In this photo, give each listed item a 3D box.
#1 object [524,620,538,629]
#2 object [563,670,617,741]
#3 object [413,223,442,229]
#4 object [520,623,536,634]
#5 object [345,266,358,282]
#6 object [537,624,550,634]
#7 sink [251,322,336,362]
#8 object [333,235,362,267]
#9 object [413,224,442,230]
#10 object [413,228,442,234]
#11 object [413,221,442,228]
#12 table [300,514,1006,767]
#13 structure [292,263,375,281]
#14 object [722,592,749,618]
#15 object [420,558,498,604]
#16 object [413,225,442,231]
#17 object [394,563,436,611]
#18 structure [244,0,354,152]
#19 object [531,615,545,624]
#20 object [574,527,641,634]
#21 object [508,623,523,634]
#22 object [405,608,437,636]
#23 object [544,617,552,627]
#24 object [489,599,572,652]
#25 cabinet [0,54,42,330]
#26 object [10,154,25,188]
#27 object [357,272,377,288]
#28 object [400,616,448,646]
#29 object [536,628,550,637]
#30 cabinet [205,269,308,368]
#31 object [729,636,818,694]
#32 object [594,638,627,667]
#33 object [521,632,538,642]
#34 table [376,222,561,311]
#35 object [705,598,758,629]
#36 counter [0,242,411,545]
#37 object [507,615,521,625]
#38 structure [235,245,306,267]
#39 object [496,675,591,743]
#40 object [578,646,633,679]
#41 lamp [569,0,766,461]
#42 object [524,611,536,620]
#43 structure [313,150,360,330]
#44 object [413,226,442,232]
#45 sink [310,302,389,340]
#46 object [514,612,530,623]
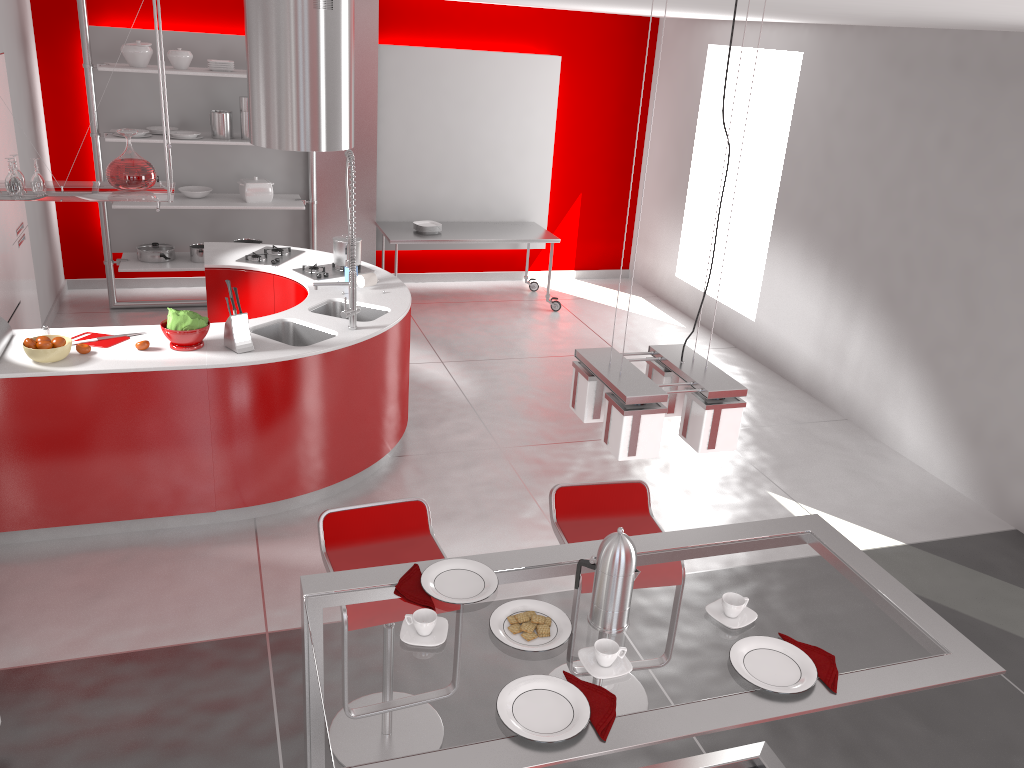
[{"bbox_3d":[0.049,0.627,2.316,0.036,0.006,0.034,3,22,-2],"label":"object"},{"bbox_3d":[0.204,0.739,2.070,0.095,0.012,0.234,-4,23,-19],"label":"object"},{"bbox_3d":[-0.753,-1.408,7.889,0.228,0.020,0.228,-12,27,-35],"label":"object"},{"bbox_3d":[0.040,0.630,2.292,0.036,0.006,0.034,11,23,16],"label":"object"},{"bbox_3d":[-1.002,-0.681,5.484,0.080,0.100,0.109,-17,31,-42],"label":"object"},{"bbox_3d":[0.081,0.633,2.291,0.034,0.006,0.036,1,22,-7],"label":"object"},{"bbox_3d":[-1.151,-0.176,4.685,0.428,0.172,0.326,17,25,29],"label":"sink"},{"bbox_3d":[-1.075,-0.876,5.790,0.218,0.185,0.189,18,26,30],"label":"object"},{"bbox_3d":[-0.753,-1.398,7.893,0.228,0.020,0.228,-12,27,-35],"label":"object"},{"bbox_3d":[-0.755,-1.370,7.905,0.228,0.020,0.228,-12,27,-35],"label":"object"},{"bbox_3d":[-0.752,-1.417,7.885,0.228,0.020,0.228,-12,27,-35],"label":"object"},{"bbox_3d":[0.309,1.096,2.556,1.700,1.000,0.800,-3,23,-18],"label":"table"},{"bbox_3d":[-1.157,-0.754,5.769,0.457,0.037,0.303,-16,30,-41],"label":"structure"},{"bbox_3d":[0.606,0.605,2.406,0.078,0.049,0.062,5,22,3],"label":"object"},{"bbox_3d":[-0.146,0.551,2.463,0.217,0.015,0.217,11,23,15],"label":"object"},{"bbox_3d":[-0.754,-1.389,7.897,0.228,0.020,0.228,-12,27,-35],"label":"object"},{"bbox_3d":[-0.279,0.558,2.426,0.095,0.012,0.234,-3,23,-18],"label":"object"},{"bbox_3d":[-1.297,-1.960,5.450,0.644,0.958,0.644,20,27,34],"label":"structure"},{"bbox_3d":[0.068,0.617,2.327,0.036,0.006,0.034,6,22,4],"label":"object"},{"bbox_3d":[0.250,0.498,2.304,0.149,0.287,0.113,0,23,-11],"label":"object"},{"bbox_3d":[0.010,0.633,2.295,0.036,0.006,0.034,-11,27,-33],"label":"object"},{"bbox_3d":[-0.229,0.608,2.245,0.078,0.049,0.062,-4,23,-18],"label":"object"},{"bbox_3d":[0.087,0.624,2.330,0.034,0.006,0.036,5,22,2],"label":"object"},{"bbox_3d":[0.048,0.630,2.305,0.217,0.015,0.217,11,23,16],"label":"object"},{"bbox_3d":[-3.401,-0.814,5.203,0.614,2.026,2.398,-3,23,-18],"label":"cabinet"},{"bbox_3d":[-2.178,-0.934,3.896,0.060,0.141,0.060,-3,23,-18],"label":"object"},{"bbox_3d":[-0.896,-0.638,5.422,0.109,0.080,0.100,22,28,37],"label":"object"},{"bbox_3d":[-0.223,0.630,2.256,0.119,0.016,0.119,4,22,0],"label":"object"},{"bbox_3d":[0.080,0.640,2.289,0.034,0.006,0.036,-2,23,-14],"label":"object"},{"bbox_3d":[-1.901,-0.044,5.026,1.025,0.761,1.875,15,24,24],"label":"cabinet"},{"bbox_3d":[0.654,0.707,2.226,0.217,0.015,0.217,6,22,4],"label":"object"},{"bbox_3d":[0.238,0.668,2.183,0.078,0.049,0.062,12,23,19],"label":"object"},{"bbox_3d":[0.044,0.644,2.273,0.036,0.006,0.034,-14,28,-37],"label":"object"},{"bbox_3d":[-0.400,-1.085,8.202,1.627,0.682,0.749,-3,23,-17],"label":"table"},{"bbox_3d":[0.596,0.626,2.415,0.119,0.016,0.119,-13,28,-36],"label":"object"},{"bbox_3d":[-1.635,-0.014,5.085,1.868,0.880,2.865,10,23,13],"label":"counter"},{"bbox_3d":[0.008,0.619,2.329,0.036,0.006,0.034,-3,23,-18],"label":"object"},{"bbox_3d":[-1.626,-0.880,5.993,0.303,0.037,0.457,8,22,10],"label":"structure"},{"bbox_3d":[0.071,0.744,2.029,0.217,0.015,0.217,-16,29,-40],"label":"object"},{"bbox_3d":[0.229,0.689,2.194,0.119,0.016,0.119,-4,24,-20],"label":"object"},{"bbox_3d":[0.366,-0.368,1.943,0.304,1.025,0.304,-3,23,-18],"label":"lamp"},{"bbox_3d":[0.048,0.613,2.350,0.036,0.006,0.034,-4,23,-19],"label":"object"},{"bbox_3d":[-0.877,-0.739,4.610,0.178,0.920,0.308,14,24,22],"label":"structure"},{"bbox_3d":[-0.755,-1.379,7.901,0.228,0.020,0.228,-12,27,-35],"label":"object"},{"bbox_3d":[-0.931,-0.326,5.092,0.428,0.172,0.326,12,23,18],"label":"sink"},{"bbox_3d":[0.026,0.614,2.329,0.034,0.006,0.036,-9,25,-29],"label":"object"}]
